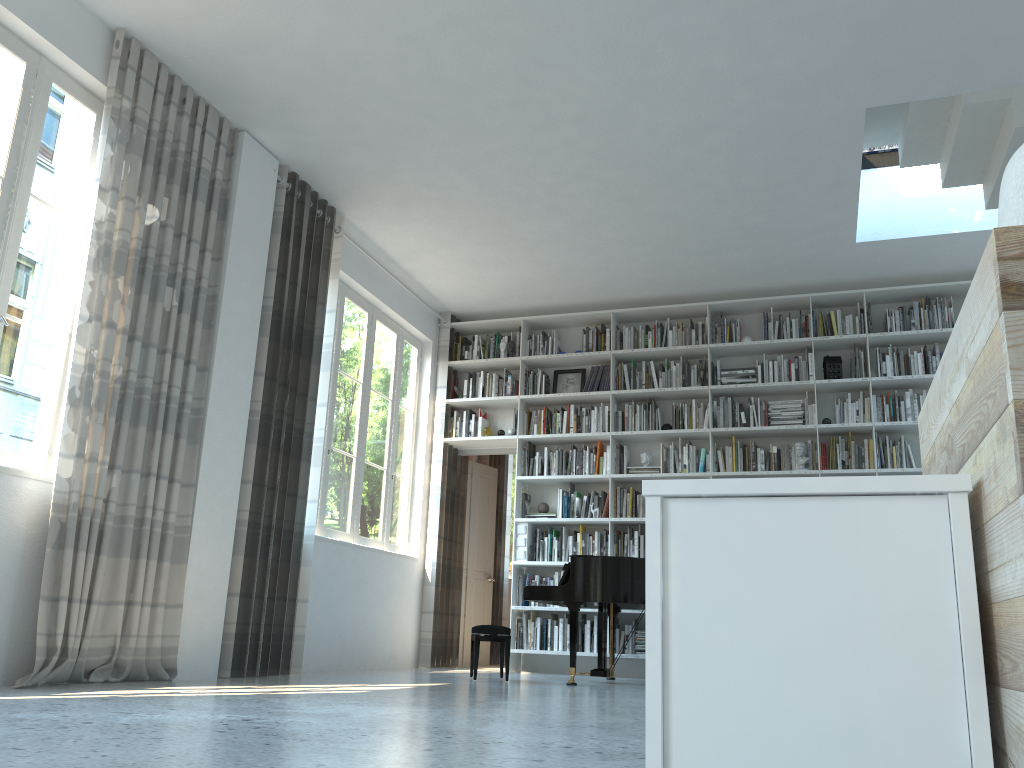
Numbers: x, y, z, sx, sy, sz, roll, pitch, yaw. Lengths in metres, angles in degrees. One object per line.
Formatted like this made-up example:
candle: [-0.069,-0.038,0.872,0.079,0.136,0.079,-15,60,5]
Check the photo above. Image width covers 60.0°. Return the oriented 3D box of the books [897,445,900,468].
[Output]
books: [3.046,0.599,6.991,0.007,0.211,0.158,-3,-16,19]

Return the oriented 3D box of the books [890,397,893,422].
books: [3.039,0.237,7.107,0.013,0.235,0.158,-3,-16,19]

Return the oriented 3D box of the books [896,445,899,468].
books: [3.038,0.603,7.001,0.014,0.208,0.157,-3,-16,19]

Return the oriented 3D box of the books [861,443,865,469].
books: [2.806,0.603,7.088,0.028,0.239,0.146,-3,-16,19]

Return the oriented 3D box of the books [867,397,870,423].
books: [2.877,0.245,7.157,0.026,0.237,0.173,-3,-16,19]

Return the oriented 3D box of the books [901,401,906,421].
books: [3.114,0.252,7.073,0.025,0.193,0.171,-3,-16,19]

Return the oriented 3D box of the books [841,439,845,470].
books: [2.669,0.595,7.152,0.035,0.277,0.139,-3,-16,19]

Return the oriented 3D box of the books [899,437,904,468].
books: [3.070,0.570,6.994,0.006,0.269,0.179,-3,-16,19]

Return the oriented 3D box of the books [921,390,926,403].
books: [3.266,0.202,7.019,0.024,0.271,0.170,-3,-16,19]

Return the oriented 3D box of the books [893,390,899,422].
books: [3.071,0.209,7.084,0.014,0.279,0.178,-3,-16,19]

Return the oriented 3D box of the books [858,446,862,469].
books: [2.775,0.616,7.074,0.034,0.203,0.182,-3,-16,19]

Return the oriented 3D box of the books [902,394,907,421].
books: [3.134,0.223,7.081,0.011,0.256,0.131,-3,-16,19]

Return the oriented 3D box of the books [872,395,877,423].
books: [2.916,0.233,7.139,0.028,0.250,0.190,-3,-16,19]

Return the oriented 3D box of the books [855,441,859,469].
books: [2.750,0.597,7.079,0.027,0.241,0.189,-3,-16,19]

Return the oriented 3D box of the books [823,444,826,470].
books: [2.534,0.617,7.186,0.014,0.243,0.145,-3,-16,19]

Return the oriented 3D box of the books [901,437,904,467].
books: [3.077,0.570,6.997,0.006,0.273,0.167,-3,-16,19]

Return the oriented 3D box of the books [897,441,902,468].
books: [3.061,0.586,7.002,0.017,0.242,0.133,-3,-16,19]

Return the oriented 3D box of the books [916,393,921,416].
books: [3.231,0.217,7.056,0.024,0.261,0.134,-3,-16,19]

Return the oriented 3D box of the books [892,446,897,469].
books: [3.008,0.605,6.982,0.017,0.191,0.192,-3,-16,19]

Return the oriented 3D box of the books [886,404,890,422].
books: [3.010,0.267,7.112,0.021,0.178,0.137,-3,-16,19]

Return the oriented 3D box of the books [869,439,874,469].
books: [2.867,0.587,7.078,0.033,0.268,0.142,-3,-16,19]

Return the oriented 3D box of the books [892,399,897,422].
books: [3.057,0.246,7.100,0.026,0.215,0.162,-3,-16,19]

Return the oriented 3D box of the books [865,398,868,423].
books: [2.854,0.245,7.148,0.028,0.229,0.177,-3,-16,19]

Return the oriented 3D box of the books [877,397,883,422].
books: [2.963,0.242,7.146,0.030,0.241,0.138,-3,-16,19]

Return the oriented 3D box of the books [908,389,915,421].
books: [3.182,0.202,7.071,0.027,0.294,0.160,-3,-16,19]

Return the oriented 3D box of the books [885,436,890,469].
books: [2.969,0.566,7.009,0.013,0.278,0.192,-3,-16,19]

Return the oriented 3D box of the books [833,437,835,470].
books: [2.596,0.585,7.152,0.035,0.292,0.145,-3,-16,19]

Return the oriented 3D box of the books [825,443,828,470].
books: [2.553,0.618,7.192,0.013,0.246,0.177,-3,-16,19]

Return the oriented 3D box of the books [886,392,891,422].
books: [3.034,0.220,7.135,0.014,0.283,0.136,-3,-16,19]

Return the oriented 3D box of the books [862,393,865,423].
books: [2.844,0.228,7.175,0.025,0.276,0.173,-3,-16,19]

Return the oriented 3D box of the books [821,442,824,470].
books: [2.519,0.612,7.194,0.015,0.254,0.151,-3,-16,19]

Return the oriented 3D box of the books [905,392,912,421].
books: [3.146,0.212,7.053,0.030,0.262,0.182,-3,-16,19]

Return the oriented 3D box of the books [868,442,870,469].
books: [2.849,0.599,7.084,0.019,0.247,0.149,-3,-16,19]

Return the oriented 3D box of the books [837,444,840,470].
books: [2.627,0.614,7.139,0.015,0.231,0.180,-3,-16,19]

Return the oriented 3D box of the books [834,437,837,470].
books: [2.613,0.588,7.162,0.035,0.292,0.145,-3,-16,19]

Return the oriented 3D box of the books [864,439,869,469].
books: [2.827,0.587,7.079,0.032,0.265,0.143,-3,-16,19]

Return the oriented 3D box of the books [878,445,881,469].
books: [2.915,0.605,7.046,0.015,0.219,0.155,-3,-16,19]

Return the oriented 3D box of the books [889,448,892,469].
books: [2.988,0.613,7.015,0.014,0.192,0.147,-3,-16,19]

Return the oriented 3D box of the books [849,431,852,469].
books: [2.719,0.558,7.124,0.021,0.336,0.169,-3,-16,19]

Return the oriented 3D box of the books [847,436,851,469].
books: [2.700,0.576,7.106,0.019,0.292,0.182,-3,-16,19]

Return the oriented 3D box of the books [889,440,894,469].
books: [3.004,0.584,7.023,0.013,0.255,0.145,-3,-16,19]

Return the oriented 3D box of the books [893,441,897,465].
books: [3.029,0.587,7.009,0.008,0.242,0.169,-3,-16,19]

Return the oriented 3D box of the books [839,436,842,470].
books: [2.644,0.582,7.139,0.019,0.293,0.164,-3,-16,19]

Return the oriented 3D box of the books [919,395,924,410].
books: [3.247,0.226,7.032,0.021,0.231,0.183,-3,-16,19]

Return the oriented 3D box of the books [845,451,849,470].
books: [2.692,0.641,7.133,0.030,0.180,0.132,-3,-16,19]

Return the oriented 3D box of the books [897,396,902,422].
books: [3.090,0.230,7.078,0.022,0.236,0.165,-3,-16,19]

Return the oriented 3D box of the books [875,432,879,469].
books: [2.902,0.554,7.049,0.006,0.317,0.165,-3,-16,19]

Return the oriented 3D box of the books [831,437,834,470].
books: [2.589,0.589,7.170,0.035,0.292,0.145,-3,-16,19]

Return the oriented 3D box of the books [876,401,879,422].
books: [2.943,0.259,7.152,0.013,0.209,0.140,-3,-16,19]

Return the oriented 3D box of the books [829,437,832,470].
books: [2.573,0.587,7.164,0.035,0.292,0.145,-3,-16,19]

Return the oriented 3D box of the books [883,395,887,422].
books: [2.991,0.231,7.116,0.014,0.247,0.177,-3,-16,19]

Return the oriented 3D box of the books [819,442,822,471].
books: [2.504,0.614,7.197,0.014,0.253,0.161,-3,-16,19]

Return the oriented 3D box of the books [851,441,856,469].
books: [2.736,0.599,7.110,0.033,0.252,0.175,-3,-16,19]

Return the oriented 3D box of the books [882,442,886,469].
books: [2.958,0.594,7.044,0.007,0.243,0.146,-3,-16,19]

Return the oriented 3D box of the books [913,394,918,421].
books: [3.201,0.221,7.043,0.025,0.244,0.184,-3,-16,19]

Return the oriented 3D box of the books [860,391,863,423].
books: [2.831,0.221,7.184,0.028,0.292,0.155,-3,-16,19]

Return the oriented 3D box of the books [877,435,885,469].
books: [2.932,0.568,7.039,0.035,0.287,0.192,-3,-16,19]

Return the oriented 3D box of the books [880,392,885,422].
books: [2.983,0.222,7.139,0.014,0.277,0.154,-3,-16,19]
